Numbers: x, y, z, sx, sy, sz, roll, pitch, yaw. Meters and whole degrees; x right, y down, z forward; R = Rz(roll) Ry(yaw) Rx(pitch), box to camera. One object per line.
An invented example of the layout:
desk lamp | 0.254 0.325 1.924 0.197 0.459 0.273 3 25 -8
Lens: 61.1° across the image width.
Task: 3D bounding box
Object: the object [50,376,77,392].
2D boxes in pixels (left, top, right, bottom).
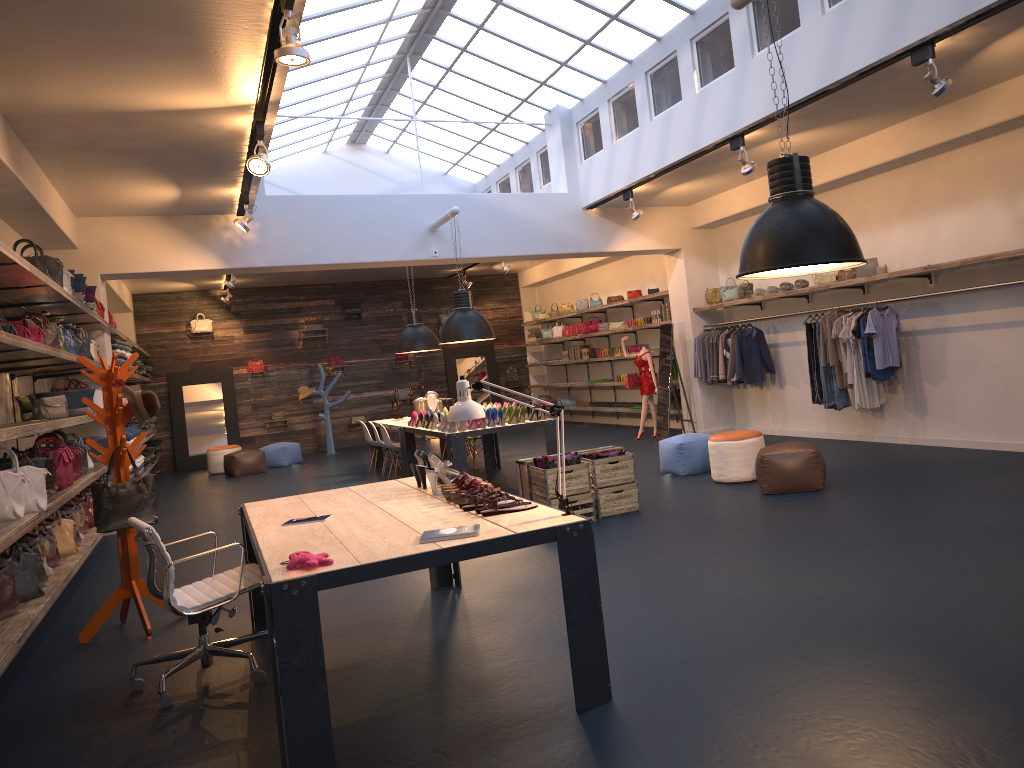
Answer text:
object | -4.438 0.119 8.625 0.125 0.411 0.318 -7 -1 39

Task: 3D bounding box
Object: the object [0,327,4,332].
object | -3.421 -0.329 5.541 0.320 0.276 0.124 -6 -1 -40

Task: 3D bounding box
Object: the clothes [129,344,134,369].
clothes | -5.519 -0.353 12.278 0.279 0.456 0.321 -6 -1 -9

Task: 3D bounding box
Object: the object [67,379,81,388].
object | -4.549 0.136 9.032 0.187 0.386 0.438 -6 0 15

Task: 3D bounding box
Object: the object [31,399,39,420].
object | -3.793 0.197 7.027 0.105 0.175 0.266 -6 0 1

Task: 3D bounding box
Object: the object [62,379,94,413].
object | -4.229 0.125 8.446 0.218 0.362 0.247 -6 -1 4

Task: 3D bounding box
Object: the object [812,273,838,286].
object | 3.885 -1.303 10.708 0.347 0.174 0.241 -6 0 18

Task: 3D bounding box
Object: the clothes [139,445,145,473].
clothes | -5.358 1.086 12.242 0.279 0.456 0.321 -6 -1 -9

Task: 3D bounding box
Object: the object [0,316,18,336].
object | -3.412 -0.333 5.682 0.320 0.276 0.124 -6 -1 -40

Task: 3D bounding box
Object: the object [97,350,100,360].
object | -4.626 -0.339 9.386 0.170 0.367 0.402 -6 0 21

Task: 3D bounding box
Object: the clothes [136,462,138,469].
clothes | -5.031 1.090 11.296 0.267 0.411 0.302 -6 0 -15

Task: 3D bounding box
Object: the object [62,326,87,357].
object | -3.993 -0.357 7.857 0.206 0.339 0.394 -6 0 21

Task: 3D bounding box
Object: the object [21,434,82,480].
object | -3.561 0.578 6.681 0.460 0.386 0.177 -6 -1 -32

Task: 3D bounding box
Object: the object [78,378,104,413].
object | -4.579 0.132 9.341 0.182 0.386 0.449 -6 0 24

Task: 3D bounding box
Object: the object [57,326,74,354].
object | -3.791 -0.347 7.176 0.184 0.305 0.381 -6 0 10

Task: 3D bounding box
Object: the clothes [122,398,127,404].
clothes | -5.320 0.271 11.643 0.343 0.155 0.326 -6 1 -28

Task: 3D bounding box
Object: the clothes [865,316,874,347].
clothes | 4.125 -0.595 9.792 0.488 0.371 0.128 -6 -1 -26

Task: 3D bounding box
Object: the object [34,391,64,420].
object | -3.880 0.177 7.504 0.163 0.232 0.453 -6 0 42

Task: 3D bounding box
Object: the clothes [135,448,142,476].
clothes | -5.142 1.077 11.631 0.279 0.456 0.321 -6 -1 -9

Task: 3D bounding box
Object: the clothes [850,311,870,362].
clothes | 4.098 -0.545 9.964 0.557 0.587 0.072 -6 -1 -26

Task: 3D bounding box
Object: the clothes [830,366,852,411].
clothes | 3.943 -0.243 10.579 0.217 1.137 0.222 -5 -1 -15

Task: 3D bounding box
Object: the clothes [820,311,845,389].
clothes | 3.934 -0.411 10.460 0.560 0.948 0.170 -5 -1 -29

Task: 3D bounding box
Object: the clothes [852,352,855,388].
clothes | 4.071 -0.336 10.099 0.352 0.877 0.086 -5 -1 -24

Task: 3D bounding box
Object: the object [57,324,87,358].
object | -3.919 -0.360 7.635 0.200 0.339 0.405 -6 0 35

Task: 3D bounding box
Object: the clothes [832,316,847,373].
clothes | 4.005 -0.475 10.228 0.588 0.686 0.108 -6 -1 -27

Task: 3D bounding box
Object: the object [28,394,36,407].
object | -3.996 0.188 7.631 0.163 0.236 0.454 -6 0 44

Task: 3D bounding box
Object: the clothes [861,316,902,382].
clothes | 4.168 -0.409 9.815 0.523 0.770 0.116 -6 -1 -27

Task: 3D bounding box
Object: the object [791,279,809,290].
object | 3.694 -1.276 11.152 0.249 0.136 0.168 -6 0 -4

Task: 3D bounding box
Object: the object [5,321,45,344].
object | -3.402 -0.325 6.009 0.218 0.243 0.247 -6 0 3

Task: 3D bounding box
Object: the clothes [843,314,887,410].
clothes | 4.104 -0.264 10.045 0.536 1.110 0.121 -5 -1 -27

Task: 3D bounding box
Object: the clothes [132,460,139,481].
clothes | -4.903 1.083 11.015 0.267 0.411 0.302 -6 0 -15

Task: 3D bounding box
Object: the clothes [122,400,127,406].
clothes | -5.237 0.276 11.336 0.358 0.159 0.313 -6 1 -2

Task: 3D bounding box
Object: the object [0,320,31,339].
object | -3.412 -0.320 5.836 0.217 0.243 0.249 -6 0 6

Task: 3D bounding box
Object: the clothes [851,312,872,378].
clothes | 4.121 -0.453 9.905 0.598 0.752 0.129 -6 -1 -23

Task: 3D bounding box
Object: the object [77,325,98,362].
object | -4.200 -0.376 8.382 0.185 0.386 0.442 -6 0 18

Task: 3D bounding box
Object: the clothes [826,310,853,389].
clothes | 3.964 -0.412 10.360 0.560 0.948 0.170 -5 -1 -29

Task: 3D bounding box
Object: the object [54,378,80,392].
object | -4.349 0.125 8.518 0.229 0.385 0.250 -6 -1 0

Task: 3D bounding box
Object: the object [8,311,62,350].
object | -3.521 -0.375 6.446 0.200 0.339 0.404 -6 0 33

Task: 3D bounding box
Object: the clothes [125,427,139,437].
clothes | -5.515 0.728 12.264 0.453 0.241 0.400 -6 1 -23

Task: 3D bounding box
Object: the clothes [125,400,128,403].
clothes | -5.462 0.285 11.975 0.358 0.159 0.313 -6 1 -2

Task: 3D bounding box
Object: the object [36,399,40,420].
object | -3.634 0.186 6.800 0.105 0.175 0.264 -6 0 -1

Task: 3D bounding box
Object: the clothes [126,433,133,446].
clothes | -5.122 0.712 11.151 0.453 0.241 0.400 -6 1 -23

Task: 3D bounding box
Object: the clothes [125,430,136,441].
clothes | -5.262 0.717 11.544 0.436 0.241 0.417 -6 1 -7

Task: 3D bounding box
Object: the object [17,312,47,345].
object | -3.467 -0.360 6.259 0.204 0.305 0.343 -5 0 -33

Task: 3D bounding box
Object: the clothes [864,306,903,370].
clothes | 4.187 -0.526 9.710 0.588 0.700 0.115 -6 -1 -27

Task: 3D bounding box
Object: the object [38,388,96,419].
object | -3.774 0.168 7.387 0.454 0.232 0.163 -7 0 -40

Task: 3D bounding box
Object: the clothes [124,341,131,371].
clothes | -5.303 -0.361 11.668 0.279 0.456 0.321 -6 -1 -9

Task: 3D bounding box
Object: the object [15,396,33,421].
object | -4.153 0.203 7.716 0.454 0.236 0.162 -7 0 -42

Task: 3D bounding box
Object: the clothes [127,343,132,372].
clothes | -5.405 -0.357 11.958 0.279 0.456 0.321 -6 -1 -9

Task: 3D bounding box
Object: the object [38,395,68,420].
object | -3.474 0.174 6.568 0.102 0.175 0.274 -6 0 11

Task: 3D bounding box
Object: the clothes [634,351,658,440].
clothes | 2.152 0.173 13.806 0.499 1.387 0.319 -5 -2 -36

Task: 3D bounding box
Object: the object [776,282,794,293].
object | 3.591 -1.272 11.441 0.249 0.136 0.168 -6 0 -4

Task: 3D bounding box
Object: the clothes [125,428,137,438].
clothes | -5.387 0.722 11.900 0.453 0.241 0.400 -6 1 -23

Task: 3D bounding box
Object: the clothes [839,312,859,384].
clothes | 4.041 -0.425 10.148 0.545 0.832 0.132 -6 -1 -23
